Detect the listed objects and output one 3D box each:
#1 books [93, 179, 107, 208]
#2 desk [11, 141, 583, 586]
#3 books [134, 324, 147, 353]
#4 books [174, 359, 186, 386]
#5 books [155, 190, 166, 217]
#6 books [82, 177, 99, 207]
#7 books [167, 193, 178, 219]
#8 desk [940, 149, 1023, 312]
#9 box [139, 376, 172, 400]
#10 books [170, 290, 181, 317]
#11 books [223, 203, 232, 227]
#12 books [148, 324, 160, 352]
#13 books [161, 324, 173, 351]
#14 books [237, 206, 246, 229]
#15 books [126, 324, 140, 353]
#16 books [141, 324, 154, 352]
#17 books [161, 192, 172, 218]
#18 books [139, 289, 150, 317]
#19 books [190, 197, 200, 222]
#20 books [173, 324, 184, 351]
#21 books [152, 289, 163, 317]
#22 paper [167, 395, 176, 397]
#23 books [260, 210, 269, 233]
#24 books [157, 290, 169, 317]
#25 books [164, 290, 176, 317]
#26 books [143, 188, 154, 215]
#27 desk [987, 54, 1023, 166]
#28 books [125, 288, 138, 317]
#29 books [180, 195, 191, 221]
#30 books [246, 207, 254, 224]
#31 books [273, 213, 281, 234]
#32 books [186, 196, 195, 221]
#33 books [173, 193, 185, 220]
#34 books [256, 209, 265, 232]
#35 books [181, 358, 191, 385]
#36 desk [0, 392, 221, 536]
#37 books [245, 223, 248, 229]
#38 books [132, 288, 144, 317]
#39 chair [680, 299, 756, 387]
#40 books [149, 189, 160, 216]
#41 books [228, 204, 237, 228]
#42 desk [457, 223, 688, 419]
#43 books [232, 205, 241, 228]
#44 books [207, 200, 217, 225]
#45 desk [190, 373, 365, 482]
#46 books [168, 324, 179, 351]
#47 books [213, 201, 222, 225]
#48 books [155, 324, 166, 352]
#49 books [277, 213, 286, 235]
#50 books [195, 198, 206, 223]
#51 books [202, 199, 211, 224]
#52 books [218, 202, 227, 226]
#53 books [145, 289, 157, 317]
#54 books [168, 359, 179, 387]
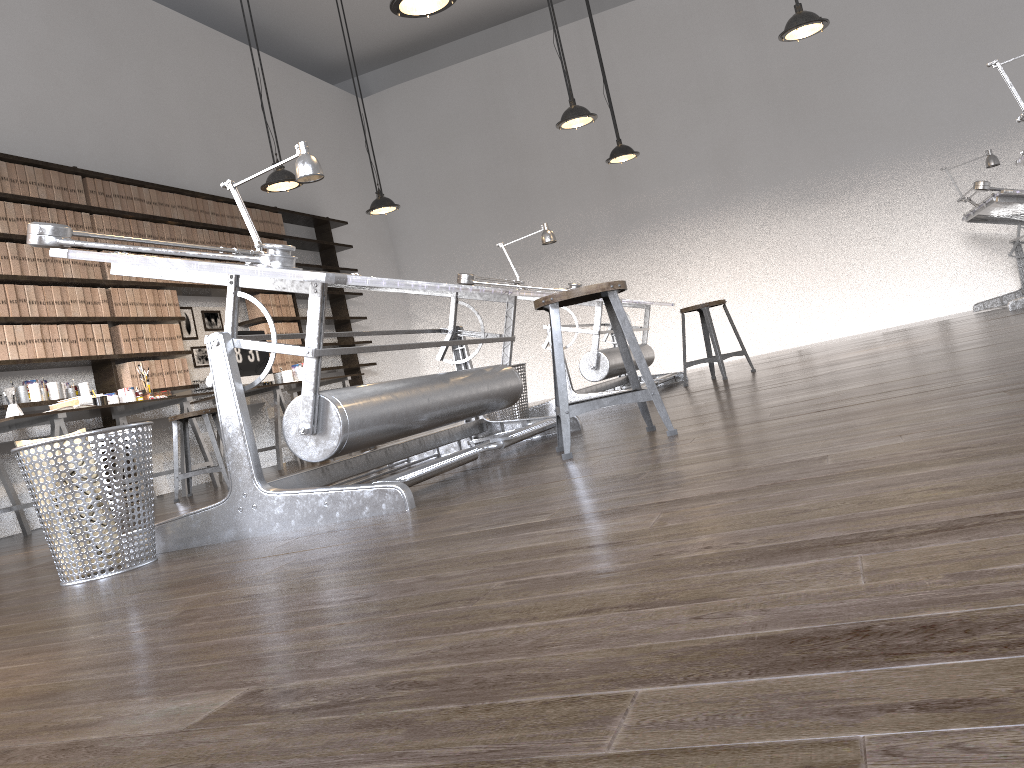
[{"bbox_3d":[-3.103,-1.383,6.547,0.174,0.226,0.067,-13,-3,19],"label":"books"},{"bbox_3d":[-0.644,-0.296,3.231,1.072,1.390,2.285,-13,-1,20],"label":"desk"},{"bbox_3d":[-2.835,-0.315,6.604,0.174,0.226,0.067,-13,-3,19],"label":"books"},{"bbox_3d":[-2.657,-0.070,6.914,0.174,0.226,0.067,-13,-3,19],"label":"books"},{"bbox_3d":[-2.898,-1.427,7.140,0.174,0.226,0.067,-13,-3,19],"label":"books"},{"bbox_3d":[-3.132,-1.376,6.479,0.174,0.226,0.067,-13,-3,19],"label":"books"},{"bbox_3d":[-2.850,-1.437,7.271,0.174,0.226,0.067,-13,-3,19],"label":"books"},{"bbox_3d":[4.394,-1.392,7.545,1.072,1.390,2.073,-13,-1,20],"label":"desk"},{"bbox_3d":[-2.561,0.043,6.307,0.137,0.208,0.212,-13,-2,20],"label":"box"},{"bbox_3d":[-2.742,-0.617,7.048,0.174,0.226,0.067,-13,-3,19],"label":"books"},{"bbox_3d":[-2.613,-1.488,7.933,0.174,0.226,0.067,-13,-3,19],"label":"books"},{"bbox_3d":[-2.787,-0.326,6.738,0.174,0.226,0.067,-13,-3,19],"label":"books"},{"bbox_3d":[-2.736,-0.337,6.866,0.174,0.226,0.067,-13,-3,19],"label":"books"},{"bbox_3d":[-2.547,-1.503,8.124,0.174,0.226,0.067,-13,-3,19],"label":"books"},{"bbox_3d":[-2.855,-0.311,6.531,0.174,0.226,0.067,-13,-3,19],"label":"books"},{"bbox_3d":[-2.807,-0.321,6.669,0.174,0.226,0.067,-13,-3,19],"label":"books"},{"bbox_3d":[-2.876,-1.432,7.206,0.174,0.226,0.067,-13,-3,19],"label":"books"},{"bbox_3d":[-2.855,-0.593,6.721,0.174,0.226,0.067,-13,-3,19],"label":"books"},{"bbox_3d":[-2.762,-1.456,7.530,0.174,0.226,0.067,-13,-3,19],"label":"books"},{"bbox_3d":[-2.695,-0.345,6.989,0.174,0.226,0.067,-13,-3,19],"label":"books"},{"bbox_3d":[-2.812,-0.602,6.847,0.174,0.226,0.067,-13,-3,19],"label":"books"},{"bbox_3d":[-2.407,0.099,6.237,0.137,0.038,0.155,-12,0,34],"label":"paper"},{"bbox_3d":[-2.428,-1.529,8.457,0.174,0.226,0.067,-13,-3,19],"label":"books"},{"bbox_3d":[-2.788,-0.607,6.914,0.174,0.226,0.067,-13,-3,19],"label":"books"},{"bbox_3d":[-2.761,-0.613,6.980,0.174,0.226,0.067,-13,-3,19],"label":"books"},{"bbox_3d":[-2.943,-1.417,7.005,0.174,0.226,0.067,-13,-3,19],"label":"books"},{"bbox_3d":[2.963,-1.081,4.105,1.072,1.390,2.073,-13,-1,20],"label":"desk"},{"bbox_3d":[-2.897,-0.584,6.592,0.174,0.226,0.067,-13,-3,19],"label":"books"},{"bbox_3d":[-2.798,-1.448,7.406,0.174,0.226,0.067,-13,-3,19],"label":"books"},{"bbox_3d":[-2.506,-1.512,8.258,0.174,0.226,0.067,-13,-3,19],"label":"books"},{"bbox_3d":[-2.365,-1.542,8.656,0.174,0.226,0.067,-13,-3,19],"label":"books"},{"bbox_3d":[-2.781,-1.452,7.467,0.174,0.226,0.067,-13,-3,19],"label":"books"},{"bbox_3d":[-2.822,-1.443,7.338,0.174,0.226,0.067,-13,-3,19],"label":"books"},{"bbox_3d":[-2.452,-1.523,8.389,0.174,0.226,0.067,-13,-3,19],"label":"books"},{"bbox_3d":[-2.637,-0.074,6.983,0.174,0.226,0.067,-13,-3,19],"label":"books"},{"bbox_3d":[-2.602,0.504,5.582,0.653,0.671,1.672,-13,-1,20],"label":"desk"},{"bbox_3d":[-2.527,-1.507,8.191,0.174,0.226,0.067,-13,-3,19],"label":"books"},{"bbox_3d":[-2.875,-0.588,6.661,0.174,0.226,0.067,-13,-3,19],"label":"books"},{"bbox_3d":[1.348,-0.282,5.997,0.373,0.529,0.356,-10,-3,-42],"label":"chair"},{"bbox_3d":[-2.918,-1.423,7.072,0.174,0.226,0.067,-13,-3,19],"label":"books"},{"bbox_3d":[-2.595,-1.492,7.997,0.174,0.226,0.067,-13,-3,19],"label":"books"},{"bbox_3d":[0.471,-0.537,6.391,1.072,1.390,2.073,-13,-1,20],"label":"desk"},{"bbox_3d":[-2.573,-1.497,8.056,0.174,0.226,0.067,-13,-3,19],"label":"books"},{"bbox_3d":[-2.684,-1.473,7.736,0.174,0.226,0.067,-13,-3,19],"label":"books"},{"bbox_3d":[-1.890,0.350,7.600,0.653,0.671,1.672,-13,-1,20],"label":"desk"},{"bbox_3d":[-2.718,-0.341,6.931,0.174,0.226,0.067,-13,-3,19],"label":"books"},{"bbox_3d":[-2.665,-1.477,7.804,0.174,0.226,0.067,-13,-3,19],"label":"books"},{"bbox_3d":[-2.764,-0.331,6.804,0.174,0.226,0.067,-13,-3,19],"label":"books"},{"bbox_3d":[-2.339,-1.548,8.720,0.174,0.226,0.067,-13,-3,19],"label":"books"},{"bbox_3d":[-2.732,-1.463,7.598,0.174,0.226,0.067,-13,-3,19],"label":"books"},{"bbox_3d":[-2.712,-1.467,7.671,0.174,0.226,0.067,-13,-3,19],"label":"books"},{"bbox_3d":[-2.641,-1.482,7.871,0.174,0.226,0.067,-13,-3,19],"label":"books"},{"bbox_3d":[-2.829,-0.598,6.782,0.174,0.226,0.067,-13,-3,19],"label":"books"},{"bbox_3d":[-2.685,-0.064,6.849,0.174,0.226,0.067,-13,-3,19],"label":"books"}]
